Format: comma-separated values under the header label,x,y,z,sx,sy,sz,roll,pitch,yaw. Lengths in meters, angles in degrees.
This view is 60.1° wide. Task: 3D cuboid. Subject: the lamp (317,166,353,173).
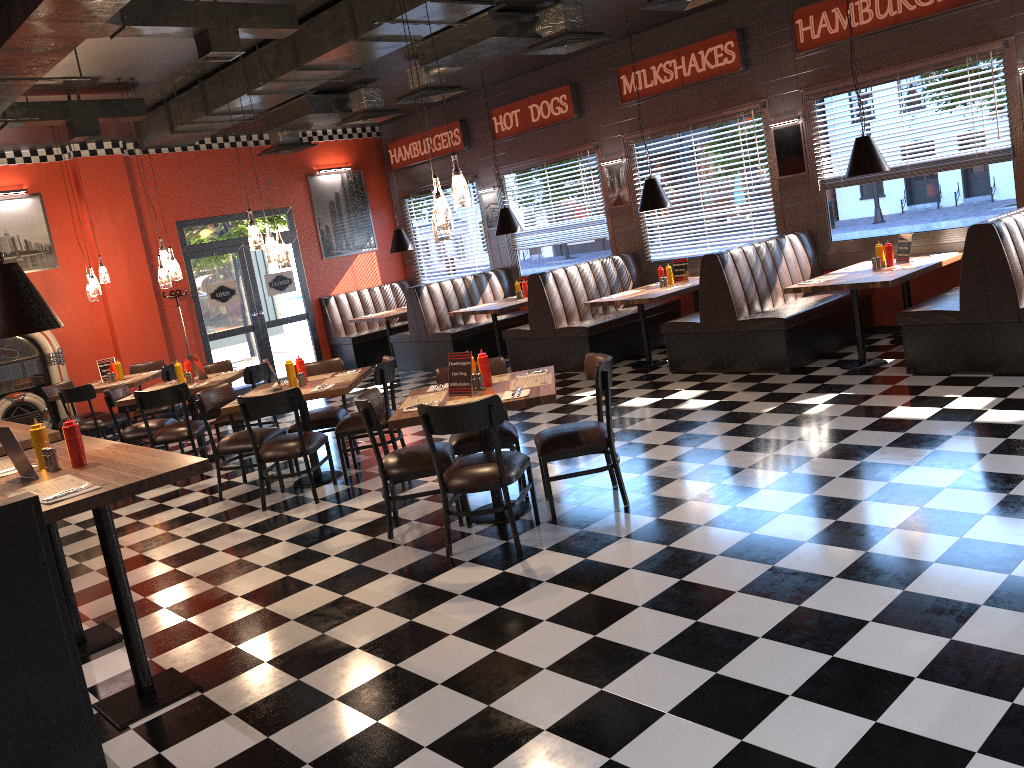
label,x,y,z,sx,sy,sz,roll,pitch,yaw
lamp,-2.761,-3.335,13.782,0.614,0.056,0.081,-19,13,-41

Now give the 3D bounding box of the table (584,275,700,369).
label,x,y,z,sx,sy,sz,roll,pitch,yaw
table,1.774,-0.702,9.824,1.703,0.769,0.956,-18,12,-41

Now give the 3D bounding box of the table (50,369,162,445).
label,x,y,z,sx,sy,sz,roll,pitch,yaw
table,-4.460,0.349,10.103,0.959,0.769,0.963,-9,9,4

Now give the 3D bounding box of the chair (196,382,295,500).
label,x,y,z,sx,sy,sz,roll,pitch,yaw
chair,-2.169,0.428,7.146,0.544,0.862,0.490,-8,8,13

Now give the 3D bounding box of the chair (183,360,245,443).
label,x,y,z,sx,sy,sz,roll,pitch,yaw
chair,-3.033,0.232,9.083,0.488,0.862,0.546,-13,9,-18

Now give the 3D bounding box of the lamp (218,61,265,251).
label,x,y,z,sx,sy,sz,roll,pitch,yaw
lamp,-2.136,-1.989,6.730,0.108,1.954,0.109,-7,8,20

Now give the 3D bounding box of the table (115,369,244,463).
label,x,y,z,sx,sy,sz,roll,pitch,yaw
table,-3.082,0.373,8.616,0.959,0.769,0.963,-9,9,4

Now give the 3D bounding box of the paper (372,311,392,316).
label,x,y,z,sx,sy,sz,roll,pitch,yaw
paper,-1.978,-1.058,13.283,0.368,0.001,0.261,-19,13,-41

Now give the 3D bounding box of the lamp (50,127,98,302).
label,x,y,z,sx,sy,sz,roll,pitch,yaw
lamp,-4.910,-1.894,9.905,0.108,1.954,0.109,-6,9,30

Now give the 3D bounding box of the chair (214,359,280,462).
label,x,y,z,sx,sy,sz,roll,pitch,yaw
chair,-2.534,0.245,8.523,0.544,0.862,0.490,-9,8,8

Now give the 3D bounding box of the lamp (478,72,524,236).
label,x,y,z,sx,sy,sz,roll,pitch,yaw
lamp,-0.210,-2.932,11.300,0.381,2.032,0.385,-6,9,30

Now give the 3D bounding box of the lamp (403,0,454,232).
label,x,y,z,sx,sy,sz,roll,pitch,yaw
lamp,-0.558,-1.851,5.051,0.108,1.954,0.109,-5,9,35

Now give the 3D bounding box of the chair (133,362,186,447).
label,x,y,z,sx,sy,sz,roll,pitch,yaw
chair,-3.983,0.225,10.056,0.545,0.862,0.489,-11,8,-9

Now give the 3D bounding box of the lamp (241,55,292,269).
label,x,y,z,sx,sy,sz,roll,pitch,yaw
lamp,-1.935,-1.856,6.771,0.109,1.954,0.108,-14,9,-29

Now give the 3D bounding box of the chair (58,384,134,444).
label,x,y,z,sx,sy,sz,roll,pitch,yaw
chair,-4.512,0.398,9.615,0.485,0.862,0.549,-7,9,23

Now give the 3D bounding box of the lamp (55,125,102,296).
label,x,y,z,sx,sy,sz,roll,pitch,yaw
lamp,-4.828,-1.953,9.816,0.108,1.954,0.109,-10,8,1

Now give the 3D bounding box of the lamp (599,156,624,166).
label,x,y,z,sx,sy,sz,roll,pitch,yaw
lamp,1.238,-2.765,10.990,0.082,0.056,0.334,-18,13,-40

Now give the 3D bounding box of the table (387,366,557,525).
label,x,y,z,sx,sy,sz,roll,pitch,yaw
table,-0.145,0.420,5.471,0.956,0.769,0.967,-9,9,4

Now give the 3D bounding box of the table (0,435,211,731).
label,x,y,z,sx,sy,sz,roll,pitch,yaw
table,-1.991,0.869,4.142,0.700,0.994,1.691,-17,12,-41

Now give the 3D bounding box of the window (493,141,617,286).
label,x,y,z,sx,sy,sz,roll,pitch,yaw
window,0.605,-2.251,12.019,0.128,1.704,2.026,-17,11,-41

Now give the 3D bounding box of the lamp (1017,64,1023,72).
label,x,y,z,sx,sy,sz,roll,pitch,yaw
lamp,4.440,-2.693,7.445,0.082,0.056,0.334,-18,13,-40

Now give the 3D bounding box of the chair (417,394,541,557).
label,x,y,z,sx,sy,sz,roll,pitch,yaw
chair,-0.183,0.467,4.978,0.485,0.862,0.549,-8,9,15

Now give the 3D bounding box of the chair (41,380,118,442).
label,x,y,z,sx,sy,sz,roll,pitch,yaw
chair,-4.928,0.392,10.055,0.544,0.862,0.490,-8,8,13

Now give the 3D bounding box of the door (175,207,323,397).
label,x,y,z,sx,sy,sz,roll,pitch,yaw
door,-3.741,-1.200,12.890,1.812,2.557,0.128,-17,11,-41

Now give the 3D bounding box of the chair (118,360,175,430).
label,x,y,z,sx,sy,sz,roll,pitch,yaw
chair,-4.393,0.190,10.657,0.486,0.862,0.548,-8,9,13

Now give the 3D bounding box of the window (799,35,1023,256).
label,x,y,z,sx,sy,sz,roll,pitch,yaw
window,3.807,-2.179,8.475,0.128,1.704,2.026,-17,11,-41

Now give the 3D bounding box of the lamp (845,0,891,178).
label,x,y,z,sx,sy,sz,roll,pitch,yaw
lamp,2.991,-2.861,7.757,0.381,2.032,0.384,-9,8,7

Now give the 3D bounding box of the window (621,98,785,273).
label,x,y,z,sx,sy,sz,roll,pitch,yaw
window,2.206,-2.215,10.247,0.128,1.704,2.026,-17,11,-41

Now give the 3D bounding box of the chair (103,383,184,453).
label,x,y,z,sx,sy,sz,roll,pitch,yaw
chair,-3.579,0.417,8.593,0.545,0.862,0.489,-11,8,-4

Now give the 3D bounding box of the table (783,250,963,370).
label,x,y,z,sx,sy,sz,roll,pitch,yaw
table,3.383,-0.666,8.043,1.703,0.769,0.956,-18,12,-41

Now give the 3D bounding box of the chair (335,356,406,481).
label,x,y,z,sx,sy,sz,roll,pitch,yaw
chair,-1.124,0.256,7.076,0.544,0.862,0.489,-10,8,1

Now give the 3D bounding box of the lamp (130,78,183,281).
label,x,y,z,sx,sy,sz,roll,pitch,yaw
lamp,-3.365,-1.944,8.328,0.108,1.954,0.109,-6,9,30

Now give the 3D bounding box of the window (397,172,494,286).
label,x,y,z,sx,sy,sz,roll,pitch,yaw
window,-0.996,-2.286,13.792,0.128,1.704,2.026,-17,11,-41

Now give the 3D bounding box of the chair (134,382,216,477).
label,x,y,z,sx,sy,sz,roll,pitch,yaw
chair,-3.068,0.416,8.094,0.486,0.862,0.548,-10,8,-1

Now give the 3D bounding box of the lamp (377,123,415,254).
label,x,y,z,sx,sy,sz,roll,pitch,yaw
lamp,-1.808,-2.968,13.068,0.381,2.032,0.384,-9,8,7

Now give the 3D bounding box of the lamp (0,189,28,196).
label,x,y,z,sx,sy,sz,roll,pitch,yaw
lamp,-6.478,-2.188,10.399,1.454,0.056,0.081,-19,13,-41

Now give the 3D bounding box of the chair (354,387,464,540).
label,x,y,z,sx,sy,sz,roll,pitch,yaw
chair,-0.633,0.449,5.520,0.544,0.862,0.489,-10,8,-1

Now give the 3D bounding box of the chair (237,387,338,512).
label,x,y,z,sx,sy,sz,roll,pitch,yaw
chair,-1.670,0.441,6.586,0.486,0.862,0.548,-9,8,7

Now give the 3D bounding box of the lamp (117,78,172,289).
label,x,y,z,sx,sy,sz,roll,pitch,yaw
lamp,-3.434,-1.857,8.245,0.109,1.954,0.108,-14,9,-29

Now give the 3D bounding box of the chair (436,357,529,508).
label,x,y,z,sx,sy,sz,roll,pitch,yaw
chair,-0.205,0.300,5.929,0.486,0.862,0.548,-10,8,-2

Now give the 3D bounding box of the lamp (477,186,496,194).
label,x,y,z,sx,sy,sz,roll,pitch,yaw
lamp,-0.366,-2.801,12.766,0.082,0.056,0.334,-18,13,-40

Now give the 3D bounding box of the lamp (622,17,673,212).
label,x,y,z,sx,sy,sz,roll,pitch,yaw
lamp,1.387,-2.897,9.532,0.381,2.032,0.385,-6,9,30

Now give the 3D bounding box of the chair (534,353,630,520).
label,x,y,z,sx,sy,sz,roll,pitch,yaw
chair,0.406,0.291,5.376,0.544,0.862,0.489,-10,8,-2

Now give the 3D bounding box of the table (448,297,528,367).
label,x,y,z,sx,sy,sz,roll,pitch,yaw
table,0.183,-0.738,11.585,1.703,0.769,0.956,-18,12,-41

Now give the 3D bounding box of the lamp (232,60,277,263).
label,x,y,z,sx,sy,sz,roll,pitch,yaw
lamp,-2.037,-1.912,6.845,0.108,1.954,0.109,-10,8,1

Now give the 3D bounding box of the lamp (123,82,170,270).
label,x,y,z,sx,sy,sz,roll,pitch,yaw
lamp,-3.486,-2.050,8.396,0.108,1.954,0.109,-9,8,5

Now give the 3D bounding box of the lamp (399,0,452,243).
label,x,y,z,sx,sy,sz,roll,pitch,yaw
lamp,-0.578,-1.810,5.178,0.108,1.954,0.109,-9,8,5

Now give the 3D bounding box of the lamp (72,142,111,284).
label,x,y,z,sx,sy,sz,roll,pitch,yaw
lamp,-4.768,-2.094,9.901,0.108,1.954,0.109,-11,8,-9

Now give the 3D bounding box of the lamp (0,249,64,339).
label,x,y,z,sx,sy,sz,roll,pitch,yaw
lamp,-2.477,-1.220,4.003,0.382,2.032,0.384,-10,8,0

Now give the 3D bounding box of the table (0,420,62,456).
label,x,y,z,sx,sy,sz,roll,pitch,yaw
table,-3.412,0.837,5.715,0.700,0.994,1.691,-17,12,-41

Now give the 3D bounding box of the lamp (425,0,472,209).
label,x,y,z,sx,sy,sz,roll,pitch,yaw
lamp,-0.454,-1.988,5.072,0.108,1.954,0.109,-4,10,40

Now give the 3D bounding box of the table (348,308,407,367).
label,x,y,z,sx,sy,sz,roll,pitch,yaw
table,-1.425,-0.773,13.365,1.703,0.769,0.956,-18,12,-41

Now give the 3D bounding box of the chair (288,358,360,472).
label,x,y,z,sx,sy,sz,roll,pitch,yaw
chair,-1.635,0.256,7.575,0.486,0.862,0.548,-10,8,4

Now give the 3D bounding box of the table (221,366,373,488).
label,x,y,z,sx,sy,sz,roll,pitch,yaw
table,-1.605,0.391,7.066,0.959,0.769,0.963,-9,9,4

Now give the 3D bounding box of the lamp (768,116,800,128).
label,x,y,z,sx,sy,sz,roll,pitch,yaw
lamp,2.834,-2.729,9.223,0.082,0.056,0.334,-18,13,-40
